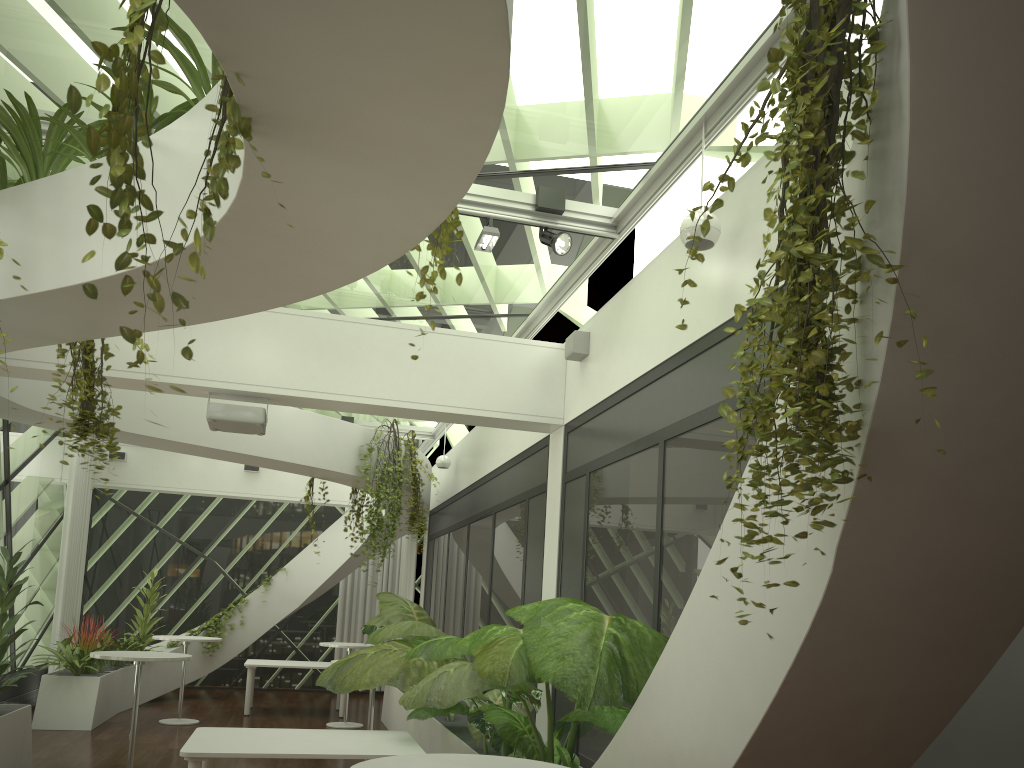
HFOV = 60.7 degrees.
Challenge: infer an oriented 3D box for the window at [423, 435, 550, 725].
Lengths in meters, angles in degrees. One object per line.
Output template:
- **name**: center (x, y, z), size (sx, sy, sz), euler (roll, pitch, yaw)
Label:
- **window**: center (-0.584, 2.888, 11.109), size (0.050, 3.172, 7.344), euler (4, -13, -13)

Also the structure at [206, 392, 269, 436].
- **structure**: center (-2.186, 0.236, 6.974), size (0.464, 0.271, 0.396), euler (6, -12, -13)

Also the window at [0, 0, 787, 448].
- **window**: center (-2.531, -1.008, 8.020), size (5.707, 0.054, 17.100), euler (6, -15, -13)

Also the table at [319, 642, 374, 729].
- **table**: center (-2.207, 4.073, 11.839), size (0.856, 1.076, 0.876), euler (0, -10, 21)

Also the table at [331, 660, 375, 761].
- **table**: center (-1.337, 3.222, 8.375), size (0.856, 1.076, 0.876), euler (0, -10, 21)

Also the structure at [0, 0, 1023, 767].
- **structure**: center (-1.631, 0.746, 3.205), size (5.927, 4.132, 24.957), euler (5, -14, -7)

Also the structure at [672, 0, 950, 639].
- **structure**: center (0.791, -0.436, 2.081), size (0.615, 2.079, 1.086), euler (3, -7, -1)

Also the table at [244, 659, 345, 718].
- **table**: center (-3.181, 4.493, 12.930), size (1.505, 0.705, 1.091), euler (6, -12, -13)

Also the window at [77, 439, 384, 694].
- **window**: center (-4.649, 3.219, 15.854), size (5.757, 4.563, 0.038), euler (6, -6, -14)

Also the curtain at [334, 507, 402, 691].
- **curtain**: center (-2.542, 3.574, 16.115), size (1.235, 4.017, 0.162), euler (5, -6, -15)

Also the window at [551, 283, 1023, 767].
- **window**: center (1.243, 1.101, 3.834), size (0.050, 3.173, 7.253), euler (4, -13, -13)

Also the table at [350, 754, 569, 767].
- **table**: center (-0.163, 1.880, 2.960), size (0.863, 1.076, 0.868), euler (8, -10, -28)

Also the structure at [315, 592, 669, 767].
- **structure**: center (-0.906, 2.725, 7.920), size (1.788, 1.679, 9.102), euler (5, -14, -13)

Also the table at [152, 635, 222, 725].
- **table**: center (-4.248, 3.834, 11.339), size (0.856, 1.076, 0.876), euler (0, -10, 21)

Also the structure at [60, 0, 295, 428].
- **structure**: center (-1.461, -0.863, 1.042), size (1.236, 1.822, 3.268), euler (-4, -14, 41)

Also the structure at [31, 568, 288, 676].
- **structure**: center (-5.337, 3.285, 12.541), size (2.032, 1.636, 4.894), euler (0, -14, 18)

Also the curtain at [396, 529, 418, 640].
- **curtain**: center (-1.840, 3.442, 15.464), size (0.160, 4.017, 1.014), euler (5, -6, -14)

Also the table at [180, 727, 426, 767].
- **table**: center (-1.410, 2.759, 5.876), size (1.505, 0.705, 1.091), euler (6, -12, -13)

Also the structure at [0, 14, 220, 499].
- **structure**: center (-2.739, -0.179, 4.909), size (4.656, 2.272, 1.470), euler (-8, -13, 39)

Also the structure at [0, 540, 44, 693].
- **structure**: center (-3.992, 1.737, 5.906), size (0.857, 1.565, 3.401), euler (5, -13, -13)

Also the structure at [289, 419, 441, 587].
- **structure**: center (-1.803, 1.450, 10.727), size (1.444, 2.035, 1.663), euler (-4, -12, 41)

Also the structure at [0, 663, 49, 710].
- **structure**: center (-5.519, 3.106, 7.640), size (0.259, 0.493, 15.478), euler (5, -15, -13)

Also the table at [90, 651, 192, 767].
- **table**: center (-3.378, 2.983, 7.875), size (0.856, 1.076, 0.876), euler (0, -10, 21)

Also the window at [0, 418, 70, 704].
- **window**: center (-5.394, 0.913, 7.124), size (0.084, 4.539, 17.133), euler (4, -14, -13)
